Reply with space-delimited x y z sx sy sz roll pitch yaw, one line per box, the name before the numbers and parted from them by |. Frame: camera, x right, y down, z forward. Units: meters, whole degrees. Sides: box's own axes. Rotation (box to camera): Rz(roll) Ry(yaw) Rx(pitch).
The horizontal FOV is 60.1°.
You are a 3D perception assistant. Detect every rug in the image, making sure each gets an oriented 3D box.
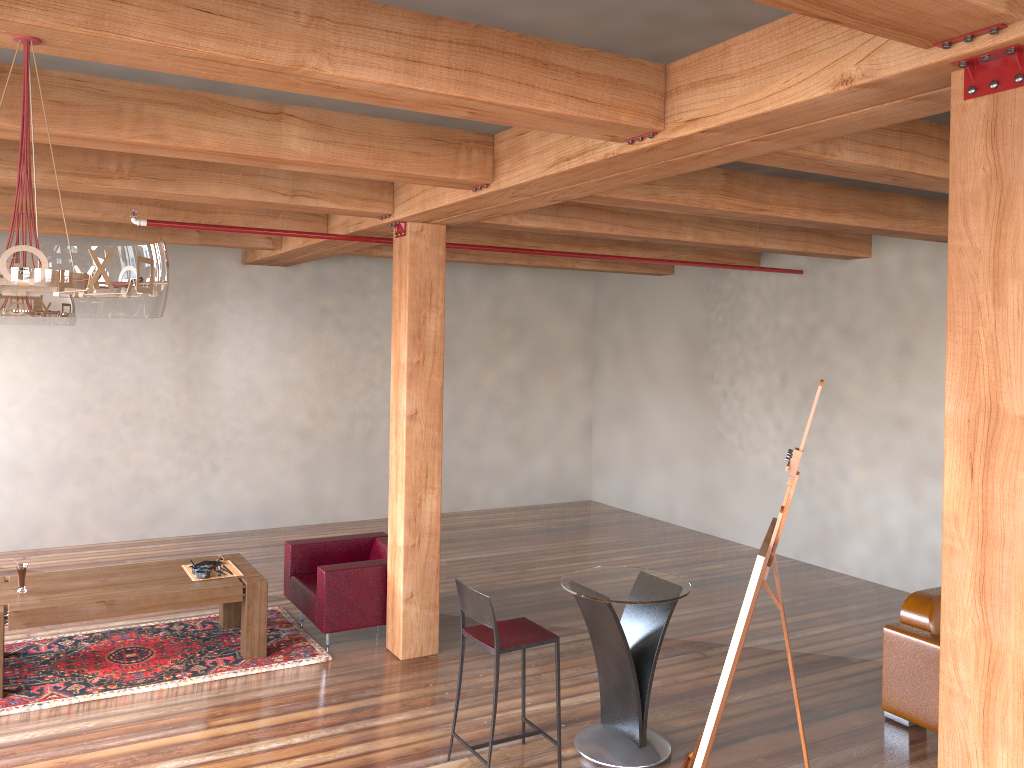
rug | -2.659 1.906 6.184 2.462 0.009 1.345 -1 3 -29

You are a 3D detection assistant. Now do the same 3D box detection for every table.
table | -2.691 1.635 6.154 1.750 0.550 0.901 0 3 -29
table | 0.626 1.573 4.957 0.721 0.924 0.722 1 1 -5

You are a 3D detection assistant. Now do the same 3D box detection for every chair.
chair | -1.223 1.597 6.961 0.865 0.592 1.072 0 2 -29
chair | -0.032 1.539 4.688 0.466 0.981 0.430 1 1 -29
chair | 2.920 1.685 5.313 1.063 0.735 0.831 0 2 -29

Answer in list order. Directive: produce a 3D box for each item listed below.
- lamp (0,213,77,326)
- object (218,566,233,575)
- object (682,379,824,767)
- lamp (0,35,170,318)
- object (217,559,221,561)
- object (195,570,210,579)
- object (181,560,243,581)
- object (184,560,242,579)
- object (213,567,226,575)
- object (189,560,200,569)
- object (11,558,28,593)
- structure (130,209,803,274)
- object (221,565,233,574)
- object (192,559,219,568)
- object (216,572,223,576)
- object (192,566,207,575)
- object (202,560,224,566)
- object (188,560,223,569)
lamp | -3.613 -0.842 6.464 0.809 0.814 0.810 1 2 11
object | -2.075 1.351 6.416 0.007 0.008 0.270 0 3 -40
object | 0.882 1.045 3.290 0.685 2.140 0.702 1 0 21
lamp | -1.437 -0.613 2.610 0.809 0.815 0.809 1 2 13
object | -2.192 1.331 6.647 0.018 0.021 0.059 0 3 -43
object | -2.175 1.340 6.235 0.099 0.043 0.099 1 2 -3
object | -2.179 1.353 6.434 0.352 0.001 0.470 -1 3 -29
object | -2.178 1.353 6.435 0.332 0.003 0.471 -1 3 -29
object | -2.099 1.342 6.365 0.045 0.030 0.153 -1 3 -45
object | -2.262 1.306 6.348 0.137 0.080 0.045 2 1 26
object | -3.229 1.250 5.820 0.095 0.232 0.076 1 0 4
structure | 0.323 -1.184 7.798 6.807 0.112 0.051 -1 1 -29
object | -2.077 1.349 6.457 0.007 0.008 0.270 0 3 -34
object | -2.263 1.325 6.524 0.007 0.008 0.270 2 3 26
object | -2.071 1.351 6.276 0.018 0.021 0.059 1 3 12
object | -2.236 1.334 6.336 0.099 0.043 0.099 1 2 8
object | -2.235 1.326 6.518 0.007 0.008 0.270 2 3 35
object | -2.255 1.337 6.524 0.154 0.018 0.213 2 3 16
